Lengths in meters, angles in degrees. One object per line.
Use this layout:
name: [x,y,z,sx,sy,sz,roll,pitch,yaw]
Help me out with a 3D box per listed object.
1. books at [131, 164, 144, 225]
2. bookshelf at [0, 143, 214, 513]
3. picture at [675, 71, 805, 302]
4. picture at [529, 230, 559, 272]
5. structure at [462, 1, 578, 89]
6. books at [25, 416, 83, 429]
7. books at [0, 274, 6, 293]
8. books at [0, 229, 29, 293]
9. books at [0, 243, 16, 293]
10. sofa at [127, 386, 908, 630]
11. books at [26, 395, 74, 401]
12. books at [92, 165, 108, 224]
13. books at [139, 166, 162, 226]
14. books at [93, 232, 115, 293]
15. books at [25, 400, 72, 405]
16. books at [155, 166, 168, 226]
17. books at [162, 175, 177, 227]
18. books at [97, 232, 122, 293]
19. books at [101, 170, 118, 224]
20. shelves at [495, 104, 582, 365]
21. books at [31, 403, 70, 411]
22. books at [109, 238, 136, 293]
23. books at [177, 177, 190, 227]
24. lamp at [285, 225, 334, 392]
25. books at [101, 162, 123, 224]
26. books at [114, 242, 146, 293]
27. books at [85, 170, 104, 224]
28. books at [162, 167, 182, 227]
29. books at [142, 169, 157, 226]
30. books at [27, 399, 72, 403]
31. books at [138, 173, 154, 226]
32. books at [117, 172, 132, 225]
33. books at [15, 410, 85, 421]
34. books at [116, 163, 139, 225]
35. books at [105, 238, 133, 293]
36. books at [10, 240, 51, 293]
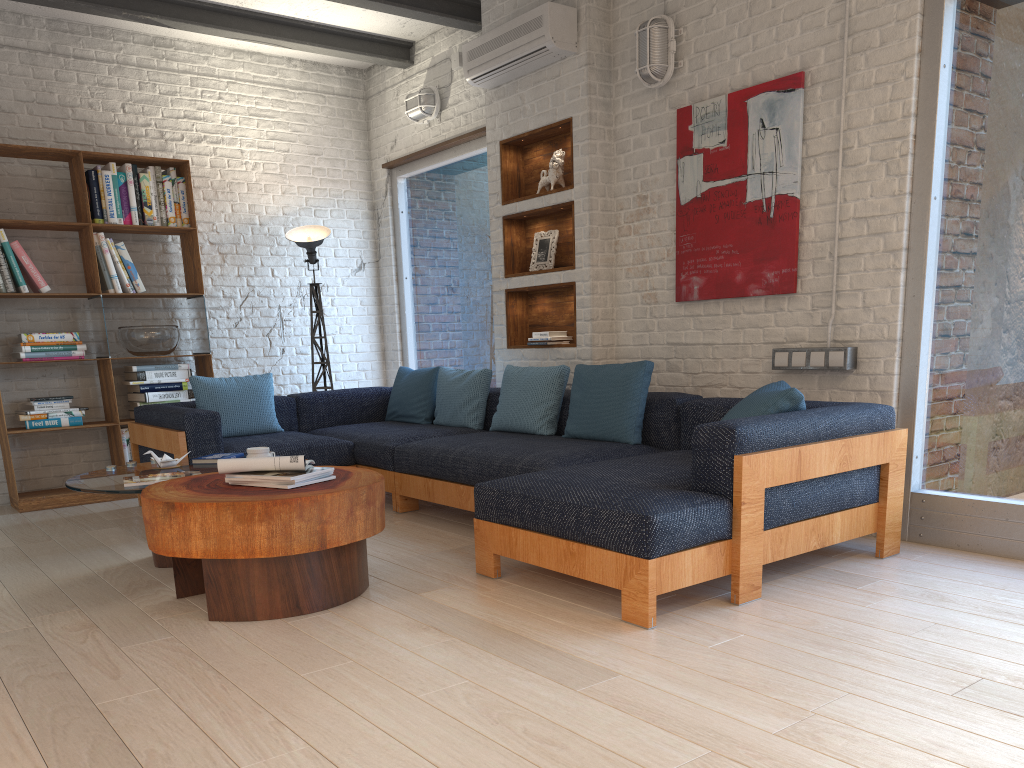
books: [-2.509,-1.229,5.770,0.036,0.395,0.240,-12,14,-37]
bookshelf: [-2.725,-0.335,5.763,1.298,2.269,0.358,-10,15,-35]
picture: [1.091,-0.916,4.280,0.019,0.989,0.732,-12,13,-37]
picture: [0.207,-0.820,5.380,0.191,0.252,0.100,6,14,43]
structure: [0.029,-1.912,4.973,0.197,0.226,0.804,-9,7,-37]
books: [-2.991,0.246,5.696,0.324,0.057,0.250,-4,4,-27]
books: [-3.207,-0.746,5.356,0.090,0.396,0.240,-12,14,-37]
books: [-3.114,-0.750,5.409,0.119,0.393,0.240,-11,14,-37]
books: [-3.177,-0.724,5.406,0.101,0.344,0.250,-11,13,-37]
sofa: [-0.381,0.417,4.575,2.052,0.679,3.898,-5,4,-37]
books: [-3.004,0.093,5.666,0.249,0.017,0.160,-4,4,-37]
books: [-2.686,-1.203,5.654,0.020,0.370,0.267,-12,13,-37]
books: [-2.426,-1.236,5.847,0.036,0.395,0.240,-12,14,-37]
books: [-2.714,-0.780,5.724,0.100,0.395,0.240,-11,14,-37]
books: [-3.023,0.119,5.682,0.233,0.019,0.169,-5,4,-44]
books: [-2.389,-1.238,5.859,0.036,0.395,0.240,-12,14,-37]
books: [-2.347,-1.213,5.887,0.054,0.340,0.250,-12,13,-37]
books: [-2.670,-0.782,5.728,0.102,0.395,0.240,-11,14,-37]
books: [-2.644,-1.191,5.667,0.054,0.340,0.250,-12,13,-37]
shelves: [0.228,-0.840,5.330,0.189,1.471,0.755,-12,14,-37]
books: [-3.013,0.146,5.686,0.203,0.035,0.131,-5,4,-37]
books: [-2.621,-0.770,5.790,0.122,0.359,0.267,-11,13,-37]
books: [-2.284,-1.220,5.961,0.054,0.340,0.250,-12,13,-37]
lamp: [-1.210,-0.247,6.485,0.866,1.902,0.489,3,13,25]
books: [-2.610,-1.221,5.691,0.036,0.395,0.240,-12,14,-37]
books: [-2.573,-0.763,5.809,0.155,0.339,0.250,-11,12,-37]
books: [-2.717,-1.186,5.636,0.054,0.340,0.250,-12,13,-37]
books: [-2.314,-1.244,5.913,0.036,0.395,0.240,-12,14,-37]
books: [-2.440,-1.221,5.823,0.020,0.370,0.267,-12,13,-37]
books: [-3.014,0.106,5.678,0.239,0.008,0.154,-4,4,-37]
books: [-2.462,-1.204,5.792,0.054,0.340,0.250,-12,13,-37]
books: [-2.581,-1.197,5.736,0.054,0.340,0.250,-12,13,-37]
books: [-3.014,0.201,5.680,0.375,0.037,0.241,-4,4,-37]
books: [-2.532,-1.227,5.741,0.036,0.395,0.240,-12,14,-37]
books: [-2.633,-0.768,5.770,0.122,0.359,0.267,-11,13,-37]
books: [-3.054,-0.725,5.488,0.192,0.328,0.250,-10,12,-37]
